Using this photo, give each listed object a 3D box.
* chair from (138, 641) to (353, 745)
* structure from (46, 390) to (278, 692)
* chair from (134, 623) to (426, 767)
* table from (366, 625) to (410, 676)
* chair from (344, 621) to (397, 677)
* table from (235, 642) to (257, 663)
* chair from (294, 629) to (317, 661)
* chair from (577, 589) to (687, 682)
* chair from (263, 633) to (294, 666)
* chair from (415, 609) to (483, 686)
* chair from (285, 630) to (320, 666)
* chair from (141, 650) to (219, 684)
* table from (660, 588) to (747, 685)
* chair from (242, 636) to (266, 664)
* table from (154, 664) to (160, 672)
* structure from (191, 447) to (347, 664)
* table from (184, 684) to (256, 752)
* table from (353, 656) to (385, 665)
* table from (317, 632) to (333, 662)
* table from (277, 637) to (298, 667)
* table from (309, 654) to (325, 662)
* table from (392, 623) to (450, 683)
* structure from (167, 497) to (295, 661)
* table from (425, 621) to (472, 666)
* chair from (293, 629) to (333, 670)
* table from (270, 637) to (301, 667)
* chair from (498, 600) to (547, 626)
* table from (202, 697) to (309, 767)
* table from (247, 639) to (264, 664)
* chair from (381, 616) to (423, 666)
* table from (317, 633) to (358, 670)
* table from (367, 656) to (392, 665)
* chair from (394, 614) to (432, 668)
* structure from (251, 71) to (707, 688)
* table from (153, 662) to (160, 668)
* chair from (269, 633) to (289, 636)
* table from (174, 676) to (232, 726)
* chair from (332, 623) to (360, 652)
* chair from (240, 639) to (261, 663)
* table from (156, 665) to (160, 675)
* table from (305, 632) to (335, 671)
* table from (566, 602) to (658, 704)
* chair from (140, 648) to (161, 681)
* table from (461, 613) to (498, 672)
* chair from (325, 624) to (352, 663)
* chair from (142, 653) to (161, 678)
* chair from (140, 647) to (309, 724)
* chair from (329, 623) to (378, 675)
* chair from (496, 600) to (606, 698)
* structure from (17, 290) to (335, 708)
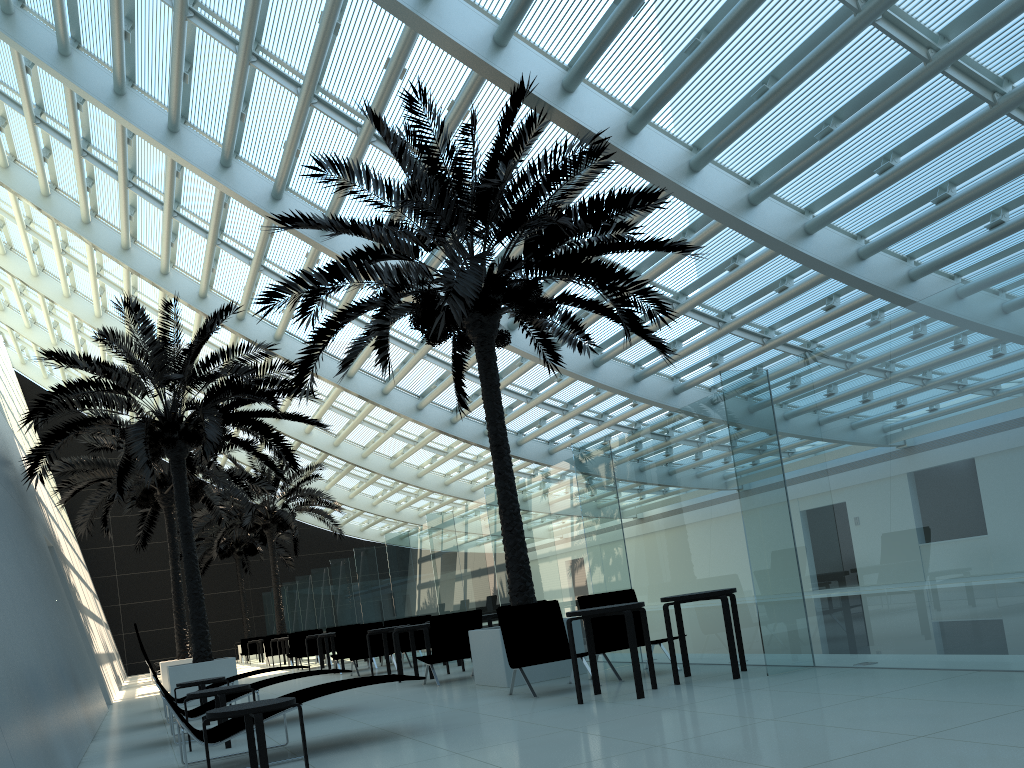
[{"bbox_3d":[-2.803,3.041,9.207,2.026,1.129,0.950,-3,-9,-24],"label":"chair"},{"bbox_3d":[-7.869,3.494,19.759,4.313,6.731,4.715,-9,-7,9],"label":"structure"},{"bbox_3d":[-1.795,2.314,6.837,2.026,1.129,0.950,-3,-9,-24],"label":"chair"},{"bbox_3d":[-1.928,4.302,14.019,0.685,0.762,0.690,-10,-8,14],"label":"table"},{"bbox_3d":[-2.435,4.612,15.214,0.712,0.866,0.915,-5,-9,-24],"label":"chair"},{"bbox_3d":[-10.202,10.260,33.454,0.689,0.762,0.687,-12,-9,23],"label":"table"},{"bbox_3d":[-5.990,7.758,25.943,0.712,0.866,0.915,-5,-9,-24],"label":"chair"},{"bbox_3d":[1.240,2.547,8.943,0.712,0.866,0.915,-5,-9,-24],"label":"chair"},{"bbox_3d":[-6.839,7.786,25.570,0.712,0.866,0.915,-5,-9,-24],"label":"chair"},{"bbox_3d":[-0.821,3.458,11.457,0.712,0.866,0.915,-5,-9,-24],"label":"chair"},{"bbox_3d":[-5.303,6.688,21.995,0.712,0.866,0.915,-5,-9,-24],"label":"chair"},{"bbox_3d":[-9.373,7.777,24.658,2.026,1.129,0.950,-3,-9,-24],"label":"chair"},{"bbox_3d":[1.736,2.269,7.868,0.689,0.762,0.687,-12,-9,23],"label":"table"},{"bbox_3d":[-9.069,9.393,30.815,0.712,0.866,0.915,-5,-9,-24],"label":"chair"},{"bbox_3d":[-10.228,8.502,25.784,0.560,0.504,0.562,-11,-10,18],"label":"table"},{"bbox_3d":[-7.728,5.430,27.947,4.793,6.854,4.575,-4,-8,-31],"label":"structure"},{"bbox_3d":[-2.650,3.040,7.963,0.560,0.504,0.562,-11,-10,18],"label":"table"},{"bbox_3d":[-3.256,5.867,19.606,0.685,0.762,0.690,-10,-8,14],"label":"table"},{"bbox_3d":[-4.901,7.047,23.452,0.687,0.762,0.689,-11,-9,18],"label":"table"},{"bbox_3d":[-5.784,7.076,23.064,0.687,0.762,0.689,-11,-9,18],"label":"table"},{"bbox_3d":[-5.453,7.451,24.774,0.685,0.762,0.690,-10,-8,14],"label":"table"},{"bbox_3d":[-1.302,3.846,12.525,0.687,0.762,0.689,-11,-9,18],"label":"table"},{"bbox_3d":[-10.895,7.730,35.463,4.444,6.854,4.934,-1,-10,-45],"label":"structure"},{"bbox_3d":[-1.045,4.273,14.407,0.685,0.762,0.690,-10,-8,14],"label":"table"},{"bbox_3d":[-4.651,6.209,20.426,0.712,0.866,0.915,-5,-9,-24],"label":"chair"},{"bbox_3d":[-6.336,7.480,24.386,0.685,0.762,0.690,-10,-8,14],"label":"table"},{"bbox_3d":[0.028,3.430,11.829,0.712,0.866,0.915,-5,-9,-24],"label":"chair"},{"bbox_3d":[-1.642,2.314,5.592,0.560,0.504,0.562,-11,-10,18],"label":"table"},{"bbox_3d":[-8.557,9.080,29.609,0.685,0.762,0.690,-10,-8,14],"label":"table"},{"bbox_3d":[-2.243,5.066,17.169,0.712,0.866,0.915,-5,-9,-24],"label":"chair"},{"bbox_3d":[-3.573,5.482,17.864,0.687,0.762,0.689,-11,-9,18],"label":"table"},{"bbox_3d":[-2.690,5.453,18.252,0.687,0.762,0.689,-11,-9,18],"label":"table"},{"bbox_3d":[-1.586,4.584,15.587,0.712,0.866,0.915,-5,-9,-24],"label":"chair"},{"bbox_3d":[-0.221,0.023,10.308,4.812,6.855,4.556,-7,-7,-6],"label":"structure"},{"bbox_3d":[-11.268,9.252,28.228,0.560,0.504,0.562,-11,-10,18],"label":"table"},{"bbox_3d":[-8.220,9.366,31.188,0.712,0.866,0.915,-5,-9,-24],"label":"chair"},{"bbox_3d":[-3.658,3.767,10.333,0.560,0.504,0.562,-11,-10,18],"label":"table"},{"bbox_3d":[-3.802,6.181,20.799,0.712,0.866,0.915,-5,-9,-24],"label":"chair"},{"bbox_3d":[-9.721,9.872,32.385,0.712,0.866,0.915,-5,-9,-24],"label":"chair"},{"bbox_3d":[-9.220,7.776,23.414,0.558,0.504,0.563,-10,-9,14],"label":"table"},{"bbox_3d":[-4.139,5.896,19.219,0.685,0.762,0.690,-10,-8,14],"label":"table"},{"bbox_3d":[0.853,2.298,7.480,0.689,0.762,0.687,-12,-9,23],"label":"table"},{"bbox_3d":[-10.381,8.503,27.029,2.026,1.129,0.950,-3,-9,-24],"label":"chair"},{"bbox_3d":[-0.419,3.817,12.913,0.687,0.762,0.689,-11,-9,18],"label":"table"},{"bbox_3d":[-4.454,6.660,22.368,0.712,0.866,0.915,-5,-9,-24],"label":"chair"},{"bbox_3d":[-11.420,9.252,29.473,2.026,1.129,0.950,-3,-9,-24],"label":"chair"},{"bbox_3d":[-3.810,3.767,11.578,2.026,1.129,0.950,-3,-9,-24],"label":"chair"},{"bbox_3d":[-3.092,5.094,16.796,0.712,0.866,0.915,-5,-9,-24],"label":"chair"},{"bbox_3d":[0.390,2.575,8.570,0.712,0.866,0.915,-5,-9,-24],"label":"chair"},{"bbox_3d":[-5.326,1.823,14.309,4.630,6.672,4.390,-1,-10,-45],"label":"structure"}]
